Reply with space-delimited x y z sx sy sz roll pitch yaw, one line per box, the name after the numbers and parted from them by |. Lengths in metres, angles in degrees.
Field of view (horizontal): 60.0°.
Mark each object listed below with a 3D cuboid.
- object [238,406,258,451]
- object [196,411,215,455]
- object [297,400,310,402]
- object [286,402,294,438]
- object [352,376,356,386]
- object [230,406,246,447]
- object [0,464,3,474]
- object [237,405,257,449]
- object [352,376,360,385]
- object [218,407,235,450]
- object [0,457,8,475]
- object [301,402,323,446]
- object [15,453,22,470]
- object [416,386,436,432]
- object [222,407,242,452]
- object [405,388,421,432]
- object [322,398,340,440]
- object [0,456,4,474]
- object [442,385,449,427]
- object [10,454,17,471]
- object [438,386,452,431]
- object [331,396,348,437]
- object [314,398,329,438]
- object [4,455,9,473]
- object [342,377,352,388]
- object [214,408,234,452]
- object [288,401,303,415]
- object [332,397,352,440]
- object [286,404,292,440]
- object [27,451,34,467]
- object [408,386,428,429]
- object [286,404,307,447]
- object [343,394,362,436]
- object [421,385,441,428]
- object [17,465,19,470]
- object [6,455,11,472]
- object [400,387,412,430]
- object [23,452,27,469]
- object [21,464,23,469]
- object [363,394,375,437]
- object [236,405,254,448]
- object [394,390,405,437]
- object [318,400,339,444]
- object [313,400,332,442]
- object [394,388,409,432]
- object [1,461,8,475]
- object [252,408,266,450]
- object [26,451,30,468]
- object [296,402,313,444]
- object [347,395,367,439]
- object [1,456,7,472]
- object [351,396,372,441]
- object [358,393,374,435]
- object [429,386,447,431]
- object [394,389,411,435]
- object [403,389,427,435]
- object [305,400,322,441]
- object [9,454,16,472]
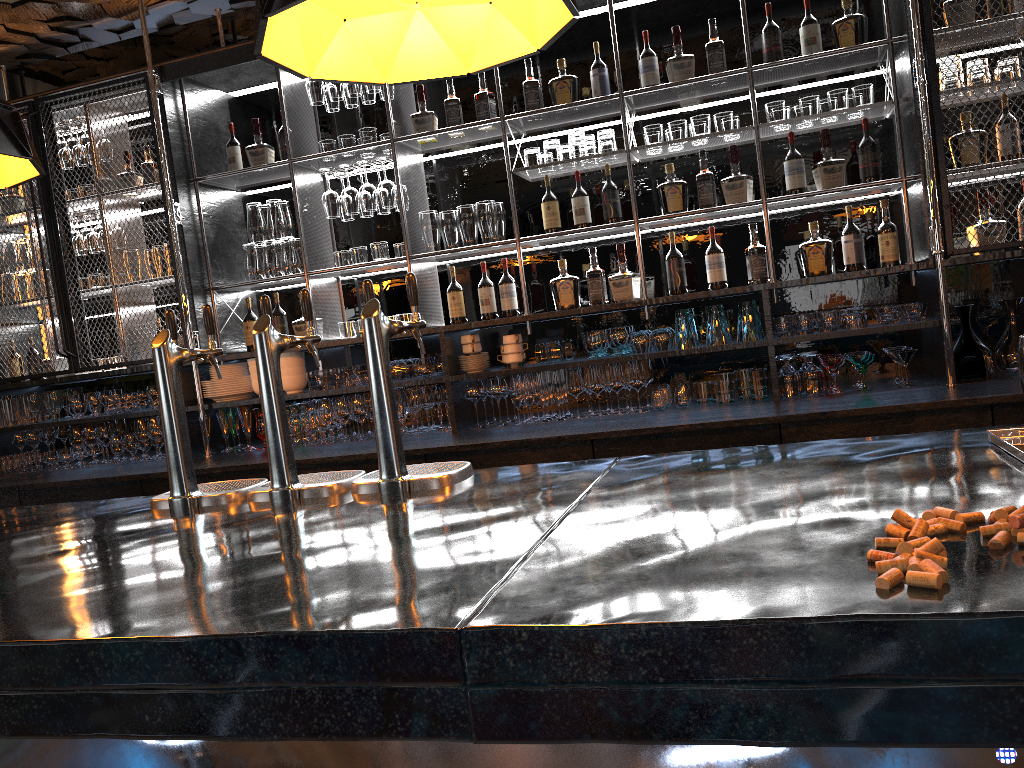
-1.387 0.233 4.661 0.073 0.229 0.073 -7 3 5 | object
-1.623 0.260 4.716 0.073 0.229 0.073 -7 3 5 | object
-1.127 0.197 4.834 0.082 0.213 0.082 -10 5 -43 | object
-1.218 0.207 4.863 0.082 0.213 0.082 -8 3 -7 | object
-0.817 -0.013 4.531 0.049 0.048 0.044 -10 4 -41 | object
-1.536 0.234 4.954 0.073 0.229 0.073 -7 3 5 | object
-2.991 0.476 5.172 0.028 0.097 0.028 -9 4 -24 | object
-1.416 0.231 4.746 0.073 0.229 0.073 -7 3 5 | object
-0.796 -0.019 4.577 0.049 0.048 0.044 -7 3 4 | object
-1.562 0.244 4.850 0.073 0.229 0.073 -7 3 5 | object
-2.928 0.472 5.107 0.031 0.098 0.031 -10 4 -35 | object
-1.021 0.202 4.525 0.082 0.213 0.082 -10 5 -43 | object
-2.926 0.462 5.262 0.033 0.101 0.033 -6 4 22 | object
-0.430 0.127 4.480 0.092 0.218 0.092 -9 4 -23 | object
-1.479 0.242 4.694 0.073 0.229 0.073 -7 3 5 | object
-0.517 0.135 4.532 0.092 0.218 0.092 -9 4 -23 | object
-0.965 0.185 4.695 0.082 0.213 0.082 -7 3 5 | object
-2.958 0.473 5.144 0.033 0.101 0.033 -7 3 -3 | object
-0.310 0.112 4.475 0.071 0.217 0.071 -6 4 25 | object
-2.965 0.467 5.271 0.028 0.097 0.028 -4 4 41 | object
-0.313 0.120 4.349 0.071 0.217 0.071 -6 4 25 | object
-0.938 0.176 4.779 0.082 0.213 0.082 -7 3 8 | object
-1.031 0.187 4.808 0.082 0.213 0.082 -6 4 16 | object
-2.948 0.469 5.181 0.033 0.101 0.033 -7 3 8 | object
-0.831 -0.008 4.476 0.044 0.048 0.049 -9 4 -31 | object
-1.546 0.247 4.766 0.073 0.229 0.073 -7 3 5 | object
-1.146 0.205 4.750 0.082 0.213 0.082 -5 4 37 | object
-0.891 0.178 4.622 0.084 0.216 0.084 -5 4 29 | object
-1.179 0.214 4.665 0.082 0.213 0.082 -8 3 -7 | object
-2.899 0.454 5.345 0.033 0.101 0.033 -11 5 -44 | object
-0.481 0.124 4.633 0.092 0.218 0.092 -9 4 -23 | object
-1.109 0.212 4.553 0.082 0.213 0.082 -10 4 -40 | object
-0.857 0.166 4.753 0.084 0.216 0.084 -10 4 -35 | object
-0.421 0.118 4.616 0.092 0.218 0.092 -9 4 -23 | object
-2.953 0.463 5.301 0.028 0.097 0.028 -10 4 -39 | object
-2.973 0.470 5.235 0.028 0.097 0.028 -6 3 14 | object
-0.574 0.129 4.685 0.071 0.226 0.071 -8 3 -11 | object
-2.914 0.458 5.303 0.033 0.101 0.033 -7 3 0 | object
-2.942 0.460 5.335 0.028 0.097 0.028 -8 3 -9 | object
-0.721 0.159 4.574 0.084 0.216 0.084 -9 4 -31 | object
-1.450 0.231 4.824 0.073 0.229 0.073 -7 3 5 | object
-0.579 0.147 4.380 0.071 0.226 0.071 -8 3 -11 | object
-0.933 0.191 4.496 0.084 0.216 0.084 -7 3 5 | object
-0.990 0.193 4.610 0.082 0.213 0.082 -7 3 -2 | object
-0.586 0.135 4.607 0.071 0.226 0.071 -8 3 -11 | object
-2.892 0.479 5.055 0.034 0.080 0.034 -5 4 30 | object
-1.293 0.232 4.609 0.082 0.213 0.082 -11 5 -44 | object
-2.934 0.457 5.364 0.028 0.097 0.028 -6 4 21 | object
-1.083 0.204 4.637 0.082 0.213 0.082 -8 3 -4 | object
-0.805 0.169 4.592 0.084 0.216 0.084 -7 3 9 | object
-2.983 0.473 5.203 0.028 0.097 0.028 -4 5 41 | object
-0.757 0.172 4.442 0.084 0.216 0.084 -9 4 -31 | object
-0.770 0.157 4.721 0.084 0.216 0.084 -6 4 15 | object
-0.361 0.123 4.404 0.071 0.217 0.071 -6 4 25 | object
-0.557 0.140 4.457 0.071 0.226 0.071 -8 3 -11 | object
-0.476 0.139 4.381 0.092 0.218 0.092 -9 4 -23 | object
-1.058 0.195 4.723 0.082 0.213 0.082 -10 4 -41 | object
-2.936 0.465 5.222 0.033 0.101 0.033 -7 3 -2 | object
